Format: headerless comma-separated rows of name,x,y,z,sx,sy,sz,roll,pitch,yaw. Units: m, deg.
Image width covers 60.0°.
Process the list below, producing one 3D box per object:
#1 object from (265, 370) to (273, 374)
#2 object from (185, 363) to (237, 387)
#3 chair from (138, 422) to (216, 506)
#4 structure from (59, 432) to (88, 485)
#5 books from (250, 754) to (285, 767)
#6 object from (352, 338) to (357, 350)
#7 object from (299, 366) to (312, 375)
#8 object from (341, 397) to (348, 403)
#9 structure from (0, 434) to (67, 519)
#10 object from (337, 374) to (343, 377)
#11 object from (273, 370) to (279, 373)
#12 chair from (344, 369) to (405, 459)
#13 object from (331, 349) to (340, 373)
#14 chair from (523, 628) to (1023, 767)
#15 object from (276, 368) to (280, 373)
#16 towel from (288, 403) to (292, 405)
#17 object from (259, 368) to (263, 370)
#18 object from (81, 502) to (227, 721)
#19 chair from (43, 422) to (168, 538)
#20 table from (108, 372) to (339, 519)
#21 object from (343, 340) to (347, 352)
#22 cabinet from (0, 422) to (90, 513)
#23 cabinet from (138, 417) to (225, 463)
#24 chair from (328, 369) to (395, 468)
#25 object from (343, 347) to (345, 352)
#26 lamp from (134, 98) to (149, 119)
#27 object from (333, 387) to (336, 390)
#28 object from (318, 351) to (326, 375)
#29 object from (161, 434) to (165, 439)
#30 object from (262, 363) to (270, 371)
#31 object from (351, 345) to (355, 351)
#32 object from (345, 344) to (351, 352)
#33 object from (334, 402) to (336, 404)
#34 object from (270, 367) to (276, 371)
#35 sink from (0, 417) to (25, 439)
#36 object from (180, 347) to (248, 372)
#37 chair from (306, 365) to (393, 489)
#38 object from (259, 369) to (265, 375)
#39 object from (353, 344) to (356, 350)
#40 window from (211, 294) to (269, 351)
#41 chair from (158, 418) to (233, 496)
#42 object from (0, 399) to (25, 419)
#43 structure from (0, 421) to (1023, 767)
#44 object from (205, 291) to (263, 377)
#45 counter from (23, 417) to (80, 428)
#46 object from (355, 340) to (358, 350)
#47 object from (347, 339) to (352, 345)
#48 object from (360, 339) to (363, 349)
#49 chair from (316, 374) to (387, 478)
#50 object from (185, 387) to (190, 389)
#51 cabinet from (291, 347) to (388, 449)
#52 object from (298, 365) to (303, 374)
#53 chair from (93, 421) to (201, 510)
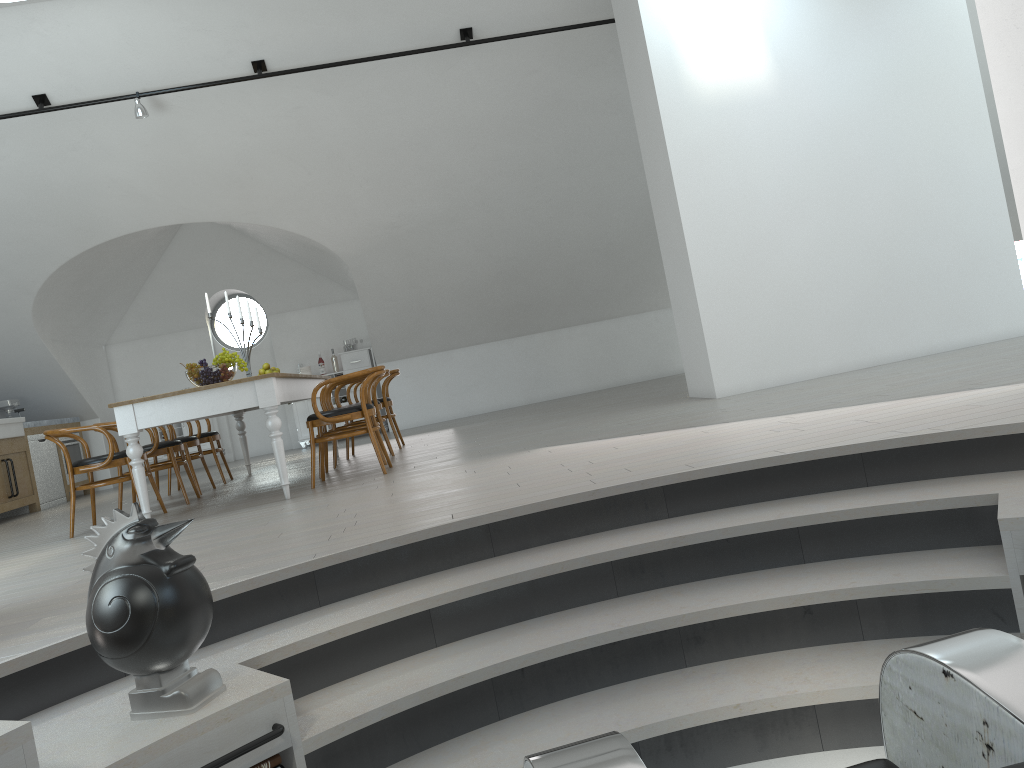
object,-2.219,-0.100,8.097,0.071,0.064,0.072,-11,0,-12
object,-2.132,-0.041,6.324,0.361,0.159,0.359,-12,1,-25
chair,-2.937,0.613,7.500,0.621,0.735,0.527,-11,0,-3
structure,-5.540,0.919,10.586,0.631,0.636,0.632,-11,0,-6
books,-0.858,1.134,2.242,0.239,0.168,0.667,-11,1,35
object,-2.156,-0.537,12.166,0.063,0.187,0.063,-11,0,-19
object,-2.773,-0.153,11.946,0.154,0.160,0.158,-11,0,22
object,-2.265,0.212,11.975,0.081,0.081,0.358,-11,1,-8
structure,-5.452,1.015,9.833,0.599,0.823,0.723,-11,0,-6
object,-2.319,-0.087,11.973,0.088,0.085,0.360,-11,1,-6
object,-2.174,-0.089,8.143,0.071,0.072,0.070,-11,0,-41
chair,-1.295,0.273,8.348,0.621,0.735,0.527,-11,0,-3
object,-2.403,-0.314,12.007,0.085,0.331,0.086,-11,-1,43
chair,0.516,0.789,1.221,0.824,0.720,0.740,-11,0,-11
object,-2.182,-0.118,8.224,0.063,0.063,0.062,-11,0,-43
towel,-3.023,0.174,12.013,0.049,0.204,0.150,-11,0,-5
object,-2.314,-0.117,8.209,0.062,0.059,0.062,-11,0,-5
object,-0.990,0.602,2.420,0.321,0.563,0.320,-11,0,-33
chair,-2.794,0.616,6.055,0.622,0.735,0.527,-11,0,-6
table,-2.062,0.414,7.130,1.019,0.799,3.347,-11,1,-6
object,-2.246,-0.507,11.999,0.048,0.169,0.048,-11,0,27
cabinet,-5.404,1.065,7.772,1.004,1.022,6.425,-11,1,-6
cabinet,-4.431,0.669,11.617,1.135,0.789,0.496,-11,0,-6
chair,-1.291,0.288,7.622,0.622,0.735,0.527,-11,0,-11
object,-2.243,-0.470,12.075,0.093,0.093,0.095,-11,0,27
lamp,-3.235,-2.403,7.720,0.113,0.175,0.114,-11,0,-43
object,-2.404,0.038,11.977,0.085,0.085,0.330,-11,1,-6
object,-2.580,-0.278,11.994,0.081,0.330,0.081,-11,0,-10
object,-4.493,0.675,11.515,0.082,0.085,0.317,-11,1,-5
object,-2.260,-0.159,8.157,0.072,0.074,0.072,-11,0,-6
object,-2.175,-0.478,12.013,0.077,0.085,0.077,-11,0,2
object,-2.198,-0.482,11.930,0.081,0.105,0.082,-11,0,33
object,-2.435,0.243,11.965,0.156,0.085,0.331,-11,1,-5
object,-2.201,-0.130,8.170,0.058,0.057,0.053,-11,0,9
sink,-5.473,0.518,8.910,0.727,0.202,1.020,-11,1,-6
object,-2.118,-0.108,6.313,0.395,0.284,0.291,-12,1,-42
chair,-1.123,0.286,6.178,0.621,0.735,0.527,-11,0,-2
object,-2.288,-0.104,8.126,0.066,0.071,0.072,-11,0,-36
object,-2.156,-0.491,12.094,0.071,0.098,0.071,-11,0,3
window,-3.790,-0.858,12.387,0.900,0.900,0.060,-11,0,-6
chair,-2.999,0.610,8.221,0.622,0.735,0.527,-11,0,-9
object,-5.815,0.352,10.245,0.387,0.320,0.324,-11,0,-6
structure,0.574,0.781,1.333,4.696,0.693,4.723,-10,2,39
object,-2.249,-0.403,7.302,0.266,0.875,0.773,-11,0,-32
counter,-5.590,0.265,7.849,0.962,0.620,6.572,-11,1,-6
object,-2.101,-0.525,12.018,0.046,0.143,0.046,-11,0,6
object,-2.213,-0.521,12.142,0.054,0.179,0.054,-11,0,-11
object,-2.040,-0.537,12.056,0.046,0.143,0.046,-11,0,6
chair,-1.235,0.292,6.897,0.622,0.735,0.527,-11,0,-6
object,-4.258,0.140,11.668,0.063,0.187,0.063,-11,0,-20
cabinet,-2.385,0.191,12.023,1.243,1.154,0.609,-11,0,-6
object,-2.901,-0.178,12.159,0.115,0.209,0.065,-11,0,-4
chair,-2.807,0.603,6.782,0.622,0.735,0.527,-11,0,-9
